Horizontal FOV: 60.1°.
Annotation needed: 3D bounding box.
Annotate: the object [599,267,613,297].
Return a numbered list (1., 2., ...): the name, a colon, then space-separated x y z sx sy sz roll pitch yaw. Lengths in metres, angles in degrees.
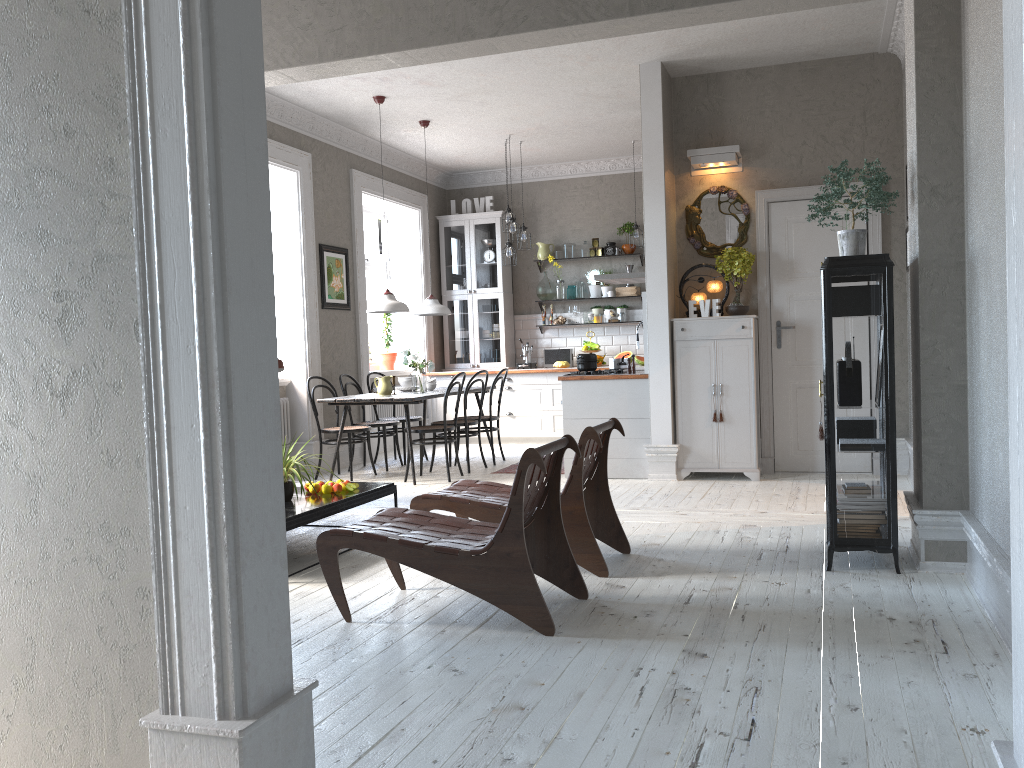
1. object: 1.121 -1.217 10.537 0.187 0.380 0.167 -3 2 -20

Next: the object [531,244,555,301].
1. object: 0.386 -1.348 10.715 0.337 0.674 0.334 -3 2 -13

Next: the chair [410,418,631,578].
1. chair: 0.048 0.557 4.540 1.004 0.721 0.514 -1 2 18

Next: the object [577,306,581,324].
1. object: 0.796 -0.833 10.693 0.081 0.217 0.082 -2 2 5

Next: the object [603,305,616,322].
1. object: 1.167 -0.840 10.611 0.150 0.214 0.170 -4 3 -41

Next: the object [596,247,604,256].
1. object: 1.051 -1.565 10.534 0.081 0.113 0.084 -1 3 29

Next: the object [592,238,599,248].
1. object: 0.993 -1.675 10.537 0.083 0.113 0.082 -2 2 -1

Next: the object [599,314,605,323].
1. object: 1.070 -0.784 10.559 0.077 0.108 0.078 -2 2 12

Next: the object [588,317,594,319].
1. object: 0.943 -0.768 10.543 0.076 0.051 0.078 -2 2 12

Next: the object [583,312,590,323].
1. object: 0.893 -0.795 10.603 0.079 0.139 0.078 -2 2 -9

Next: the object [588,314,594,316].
1. object: 0.942 -0.810 10.541 0.077 0.051 0.077 -2 2 4

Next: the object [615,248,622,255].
1. object: 1.255 -1.559 10.417 0.092 0.096 0.075 -1 2 19

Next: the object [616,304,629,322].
1. object: 1.325 -0.843 10.569 0.157 0.213 0.154 -1 2 16

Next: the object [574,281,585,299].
1. object: 0.811 -1.121 10.601 0.122 0.206 0.127 0 3 41

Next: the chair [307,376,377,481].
1. chair: -1.528 0.383 7.915 0.540 0.920 0.445 -1 3 26

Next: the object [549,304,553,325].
1. object: 0.485 -0.846 10.779 0.063 0.264 0.052 -4 3 -35

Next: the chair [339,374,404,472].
1. chair: -1.342 0.356 8.446 0.543 0.920 0.443 -1 2 16

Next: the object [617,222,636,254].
1. object: 1.381 -1.715 10.424 0.255 0.397 0.246 0 3 43

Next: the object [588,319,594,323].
1. object: 0.944 -0.750 10.543 0.076 0.051 0.078 -2 2 12

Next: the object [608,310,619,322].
1. object: 1.208 -0.804 10.506 0.119 0.147 0.099 -3 2 -14

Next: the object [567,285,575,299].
1. object: 0.726 -1.106 10.724 0.124 0.172 0.128 -1 2 22

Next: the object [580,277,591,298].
1. object: 0.883 -1.158 10.736 0.129 0.264 0.133 -1 2 24

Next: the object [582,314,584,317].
1. object: 0.890 -0.803 10.684 0.076 0.083 0.079 0 3 36

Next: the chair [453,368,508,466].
1. chair: -0.297 0.314 8.585 0.543 0.920 0.443 -1 2 16

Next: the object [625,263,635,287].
1. object: 1.392 -1.287 10.473 0.130 0.287 0.131 -2 2 4

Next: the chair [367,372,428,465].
1. chair: -1.160 0.332 8.904 0.539 0.920 0.446 -1 3 31

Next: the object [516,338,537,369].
1. object: 0.159 -0.366 10.650 0.203 0.370 0.358 -1 2 19

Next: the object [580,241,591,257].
1. object: 0.889 -1.618 10.695 0.142 0.220 0.138 -3 2 -22

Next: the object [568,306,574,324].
1. object: 0.716 -0.832 10.723 0.081 0.217 0.082 -2 2 5

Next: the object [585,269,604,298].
1. object: 1.014 -1.205 10.627 0.240 0.354 0.239 0 3 36

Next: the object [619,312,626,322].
1. object: 1.306 -0.789 10.456 0.077 0.108 0.078 -2 2 12

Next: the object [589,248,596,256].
1. object: 0.970 -1.563 10.564 0.082 0.113 0.084 -1 2 19

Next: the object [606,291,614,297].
1. object: 1.168 -1.063 10.463 0.064 0.071 0.104 -4 3 -41

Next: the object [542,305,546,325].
1. object: 0.391 -0.845 10.826 0.053 0.264 0.061 -3 2 -10

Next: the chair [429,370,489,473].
1. chair: -0.479 0.338 8.130 0.540 0.920 0.445 -1 3 26

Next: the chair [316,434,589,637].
1. chair: -0.244 0.598 3.724 1.004 0.721 0.514 -1 2 18

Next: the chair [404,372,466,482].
1. chair: -0.658 0.363 7.620 0.543 0.920 0.443 -1 2 16

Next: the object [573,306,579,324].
1. object: 0.768 -0.829 10.606 0.081 0.217 0.082 -2 2 5

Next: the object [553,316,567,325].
1. object: 0.576 -0.772 10.728 0.177 0.111 0.096 -2 2 -4

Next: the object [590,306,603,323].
1. object: 1.018 -0.841 10.649 0.157 0.217 0.156 -2 2 -2

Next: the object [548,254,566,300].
1. object: 0.537 -1.282 10.622 0.190 0.540 0.283 -2 2 11

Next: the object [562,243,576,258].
1. object: 0.689 -1.592 10.659 0.175 0.184 0.168 -3 3 -32

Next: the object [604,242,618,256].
1. object: 1.182 -1.600 10.543 0.140 0.174 0.144 -1 2 19

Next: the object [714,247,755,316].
1. object: 1.799 -0.817 7.058 0.347 0.553 0.291 -4 3 -37
